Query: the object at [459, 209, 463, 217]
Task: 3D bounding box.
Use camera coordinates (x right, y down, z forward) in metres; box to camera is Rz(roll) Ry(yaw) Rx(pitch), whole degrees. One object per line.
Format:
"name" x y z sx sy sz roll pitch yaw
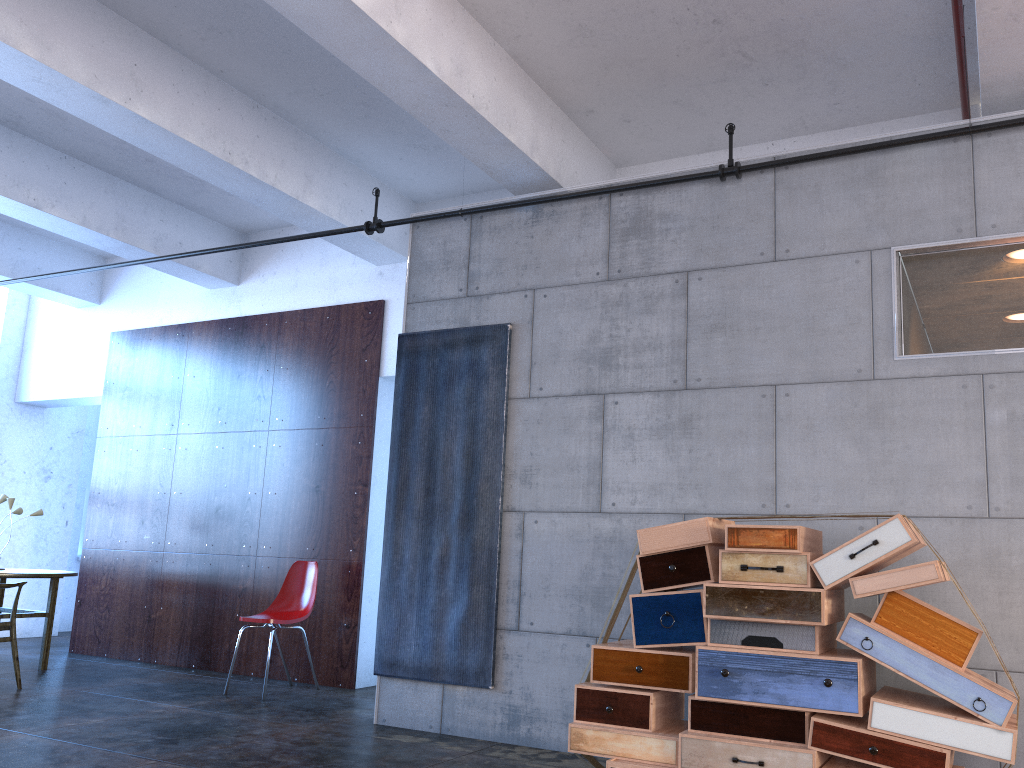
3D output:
"object" 8.680 0.641 1.930 0.054 0.052 0.061 5 -11 -13

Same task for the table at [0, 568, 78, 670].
"table" -4.322 1.947 7.207 1.327 0.848 1.298 6 -11 -17

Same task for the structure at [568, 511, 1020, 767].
"structure" 1.207 1.245 3.996 1.881 1.310 0.651 -3 -12 28

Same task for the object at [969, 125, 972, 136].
"object" 8.633 0.675 1.933 0.063 0.053 0.051 6 -11 -18

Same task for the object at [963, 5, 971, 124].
"object" 8.637 0.635 1.968 0.064 0.053 0.051 5 -11 -13

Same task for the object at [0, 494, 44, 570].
"object" -4.272 1.219 7.334 0.235 0.622 0.791 -3 -12 31

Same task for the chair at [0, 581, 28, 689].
"chair" -3.852 1.702 6.129 0.720 0.861 0.682 0 -11 15

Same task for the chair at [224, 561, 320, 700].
"chair" -1.739 1.834 6.689 0.420 0.984 0.669 -3 -12 28
